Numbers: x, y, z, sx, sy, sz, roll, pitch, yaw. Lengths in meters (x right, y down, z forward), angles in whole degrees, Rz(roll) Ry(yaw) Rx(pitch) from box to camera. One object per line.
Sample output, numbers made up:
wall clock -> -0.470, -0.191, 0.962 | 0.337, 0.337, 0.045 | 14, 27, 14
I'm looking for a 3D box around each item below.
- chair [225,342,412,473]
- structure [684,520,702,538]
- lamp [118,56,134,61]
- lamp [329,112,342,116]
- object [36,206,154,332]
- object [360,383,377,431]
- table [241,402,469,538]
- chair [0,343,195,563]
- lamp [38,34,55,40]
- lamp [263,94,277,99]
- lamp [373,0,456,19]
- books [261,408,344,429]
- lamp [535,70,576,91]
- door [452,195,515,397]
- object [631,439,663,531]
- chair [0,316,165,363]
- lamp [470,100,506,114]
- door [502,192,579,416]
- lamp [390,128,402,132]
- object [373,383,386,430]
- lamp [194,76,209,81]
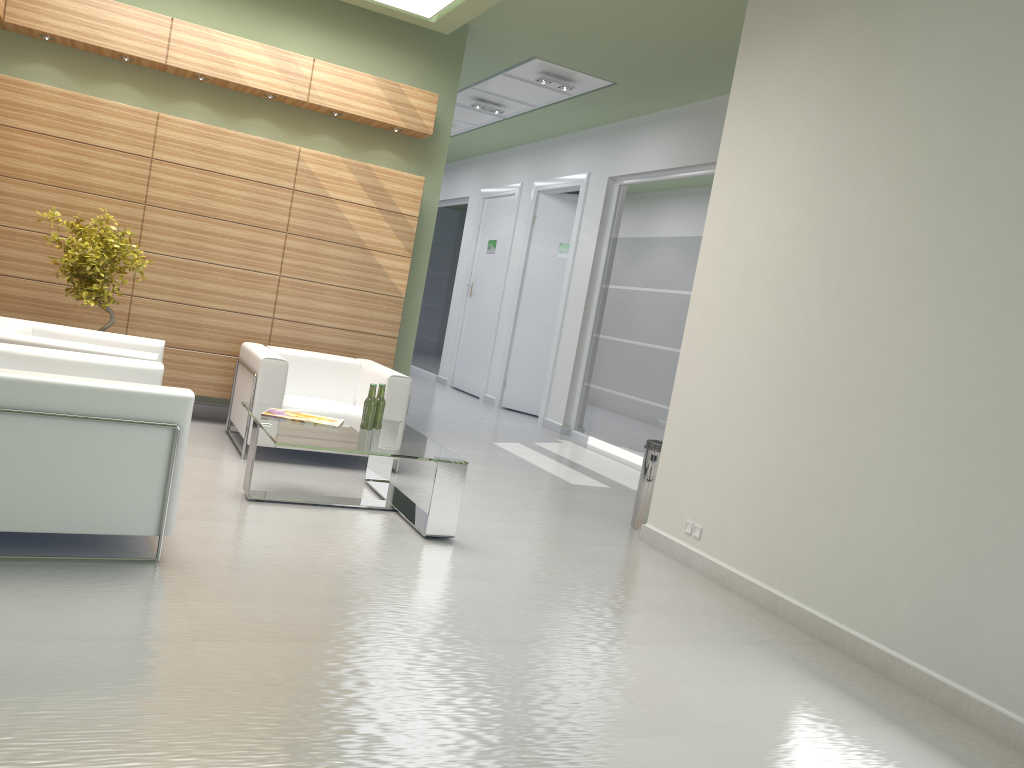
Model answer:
chair -> -2.481, 0.277, 11.276 | 1.894, 1.234, 1.802 | 8, 5, -25
structure -> 1.829, 1.467, 8.967 | 0.017, 0.118, 0.262 | 8, 5, -25
lamp -> -4.877, -4.144, 11.219 | 0.181, 0.074, 0.181 | 8, 5, -31
lamp -> -2.453, -3.793, 12.364 | 0.181, 0.074, 0.181 | 12, 5, 25
object -> -4.962, -0.777, 10.209 | 1.116, 2.565, 1.201 | 13, 5, 33
object -> -1.448, 0.232, 9.035 | 0.131, 0.475, 0.131 | 13, 5, 30
table -> -1.708, 0.819, 8.865 | 1.783, 0.742, 2.197 | 8, 5, -25
chair -> -3.524, 0.432, 6.659 | 1.802, 1.234, 1.894 | 8, 5, -30
lamp -> -5.683, -4.260, 10.838 | 0.181, 0.074, 0.181 | 8, 5, -31
lamp -> -3.263, -3.910, 11.982 | 0.181, 0.074, 0.181 | 8, 5, -31
lamp -> -2.110, -5.086, 8.853 | 4.571, 0.325, 5.060 | 8, 5, -25
books -> -2.112, 0.344, 8.998 | 0.762, 0.025, 0.508 | 10, 4, -5
lamp -> 0.753, -5.252, 15.377 | 0.657, 0.159, 0.286 | 8, 5, -25
door -> -0.765, -2.292, 22.809 | 0.250, 5.083, 2.089 | 8, 5, -25
object -> 1.698, 1.195, 10.344 | 0.482, 1.027, 0.483 | 13, 5, 36
chair -> -4.455, 0.108, 8.765 | 1.769, 1.234, 1.894 | 9, 4, -20
lamp -> -0.487, -5.680, 18.133 | 0.657, 0.159, 0.286 | 8, 5, -25
door -> 1.063, -1.766, 20.163 | 2.089, 5.083, 0.134 | 13, 5, 35
lamp -> -1.659, -3.678, 12.739 | 0.181, 0.074, 0.181 | 8, 5, -31
object -> -1.381, 0.231, 9.199 | 0.131, 0.475, 0.131 | 13, 5, 30
lamp -> -4.061, -4.026, 11.604 | 0.181, 0.074, 0.181 | 12, 5, 25
